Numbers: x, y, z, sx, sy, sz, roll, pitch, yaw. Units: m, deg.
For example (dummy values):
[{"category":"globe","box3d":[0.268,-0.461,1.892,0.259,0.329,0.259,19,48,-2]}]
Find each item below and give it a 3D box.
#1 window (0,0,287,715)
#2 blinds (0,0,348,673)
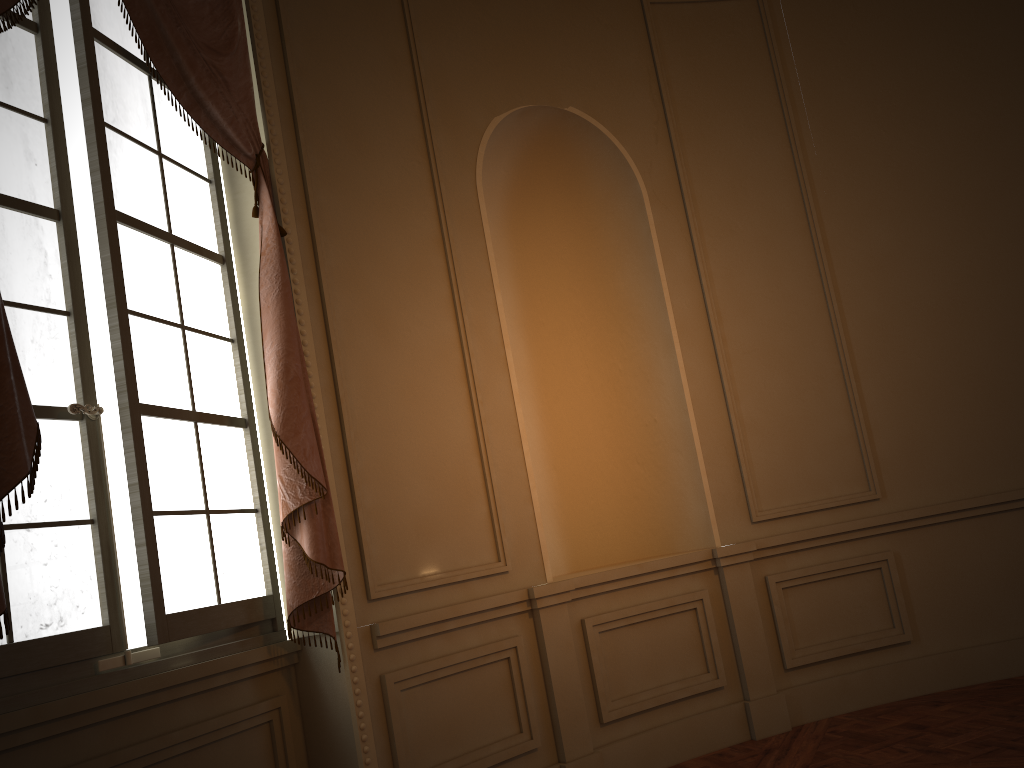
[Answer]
[{"category":"window","box3d":[-1.316,-0.528,2.727,0.151,2.820,1.335,-14,-9,25]},{"category":"blinds","box3d":[-1.101,-0.516,2.637,0.282,2.959,1.358,-14,-9,24]}]
